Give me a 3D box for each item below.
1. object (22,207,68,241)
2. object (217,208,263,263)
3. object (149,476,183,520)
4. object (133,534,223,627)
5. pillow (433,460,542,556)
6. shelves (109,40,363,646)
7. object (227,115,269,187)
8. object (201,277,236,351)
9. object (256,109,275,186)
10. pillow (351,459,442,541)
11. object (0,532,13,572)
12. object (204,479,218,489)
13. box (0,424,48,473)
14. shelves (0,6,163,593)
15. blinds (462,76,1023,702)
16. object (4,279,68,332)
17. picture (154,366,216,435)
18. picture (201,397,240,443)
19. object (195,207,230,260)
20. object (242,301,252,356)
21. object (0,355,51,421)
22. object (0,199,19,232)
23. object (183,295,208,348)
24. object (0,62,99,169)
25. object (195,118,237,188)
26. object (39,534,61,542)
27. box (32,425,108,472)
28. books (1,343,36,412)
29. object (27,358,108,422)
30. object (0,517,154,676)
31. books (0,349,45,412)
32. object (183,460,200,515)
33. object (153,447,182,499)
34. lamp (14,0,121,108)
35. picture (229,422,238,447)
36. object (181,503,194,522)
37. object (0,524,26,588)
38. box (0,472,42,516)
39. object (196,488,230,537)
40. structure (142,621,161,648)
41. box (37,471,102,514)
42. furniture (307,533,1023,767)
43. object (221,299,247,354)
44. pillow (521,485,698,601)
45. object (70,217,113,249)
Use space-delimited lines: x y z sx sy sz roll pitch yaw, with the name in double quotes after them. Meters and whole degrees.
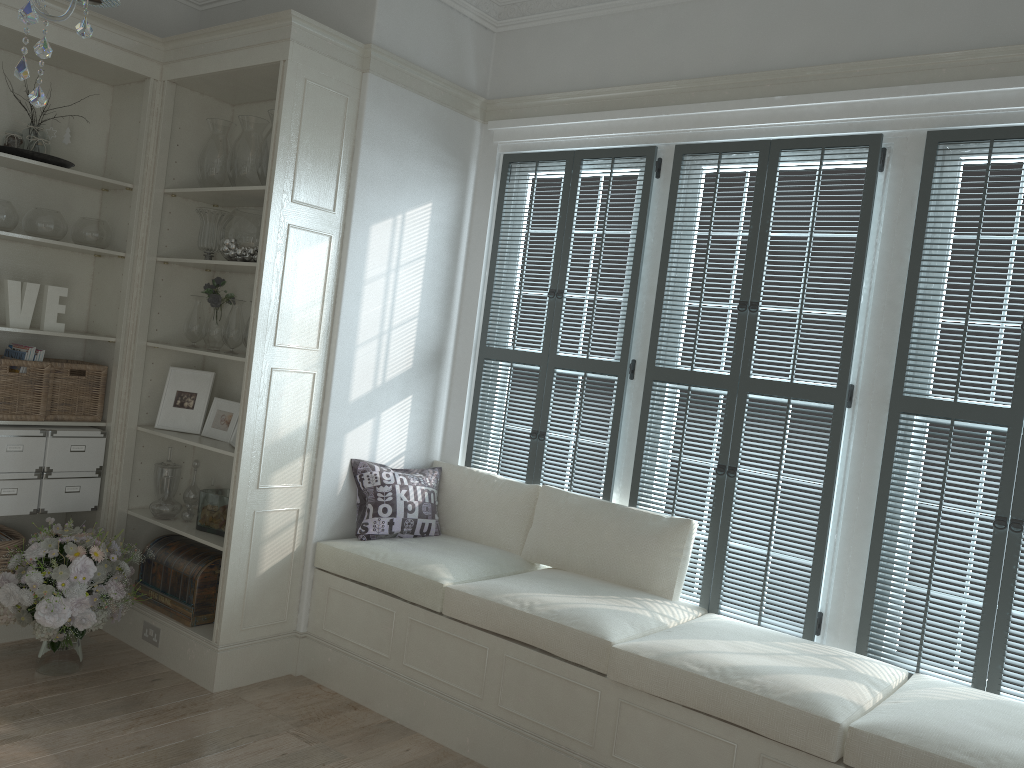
-2.129 -0.725 4.047 0.185 0.140 0.185 6 2 -33 "object"
-1.176 -0.660 4.050 0.329 0.249 0.329 8 2 12 "object"
-1.634 0.537 4.202 0.148 0.200 0.148 7 2 5 "object"
-1.479 0.891 4.103 0.475 0.297 0.290 8 2 38 "object"
-0.165 0.606 4.319 0.695 0.360 0.187 8 2 38 "pillow"
-1.315 -0.195 4.101 0.972 2.523 0.399 8 2 38 "shelves"
-1.227 -1.055 4.142 0.193 0.362 0.193 8 2 21 "object"
-1.414 -0.337 4.240 0.166 0.355 0.206 7 2 -13 "object"
-1.041 -1.026 3.967 0.193 0.362 0.193 8 2 21 "object"
-0.522 0.569 4.213 0.550 0.398 0.229 6 2 -40 "pillow"
-2.376 0.786 4.025 0.274 0.238 0.088 8 2 37 "object"
-1.477 0.558 4.352 0.094 0.188 0.094 7 2 -10 "object"
-2.325 0.270 3.984 0.400 0.191 0.270 8 2 38 "box"
-2.268 -0.311 3.974 0.399 2.523 0.992 8 2 38 "shelves"
0.985 -0.037 3.626 3.076 2.238 0.141 8 2 38 "blinds"
-2.205 -0.355 3.980 0.039 0.207 0.393 8 2 38 "object"
-1.572 0.078 4.287 0.231 0.300 0.127 7 2 8 "picture"
-1.340 0.170 4.183 0.206 0.192 0.124 8 2 33 "picture"
-1.440 -0.702 4.240 0.168 0.256 0.168 7 2 -4 "object"
-1.165 -0.248 4.032 0.110 0.251 0.110 7 2 10 "object"
-2.292 0.013 3.995 0.275 0.270 0.276 8 2 38 "object"
-2.261 -0.737 3.877 0.185 0.140 0.185 6 2 -33 "object"
-1.541 -0.303 4.325 0.110 0.251 0.110 7 2 10 "object"
-2.128 -1.226 3.980 0.457 0.485 0.399 7 2 -12 "object"
-1.425 -1.084 4.287 0.193 0.362 0.193 8 2 21 "object"
-2.181 0.824 4.219 0.135 0.248 0.135 8 2 28 "object"
-2.151 0.286 4.189 0.400 0.191 0.270 8 2 38 "box"
-2.303 -0.032 3.970 0.221 0.306 0.205 8 2 38 "books"
-2.145 0.025 4.235 0.275 0.270 0.276 8 2 38 "object"
-1.866 0.882 3.725 0.570 0.643 0.544 8 2 29 "object"
-2.279 -0.020 4.003 0.221 0.306 0.205 8 2 38 "books"
-1.563 0.505 4.353 0.088 0.271 0.088 9 2 43 "object"
-1.690 0.466 4.341 0.129 0.315 0.129 9 2 43 "object"
-0.823 -1.771 1.410 0.648 2.542 0.577 7 2 8 "lamp"
-1.169 0.138 3.972 0.124 0.300 0.202 6 2 -27 "picture"
-1.529 0.606 4.186 0.056 0.090 0.056 7 2 -21 "object"
-2.478 0.789 3.898 0.408 0.263 0.554 8 2 38 "object"
-2.349 0.459 3.982 0.400 0.191 0.270 8 2 38 "box"
-1.256 0.599 4.019 0.387 0.180 0.171 8 2 38 "object"
-1.618 1.122 3.978 0.140 0.084 0.010 8 2 38 "structure"
-2.180 0.474 4.200 0.400 0.191 0.270 8 2 38 "box"
0.566 1.093 3.332 3.150 0.459 0.837 8 2 38 "furniture"
-1.292 -0.266 4.131 0.110 0.251 0.110 7 2 10 "object"
0.405 0.687 3.868 0.787 0.360 0.193 8 2 38 "pillow"
-1.998 -0.713 4.217 0.185 0.140 0.185 6 2 -33 "object"
